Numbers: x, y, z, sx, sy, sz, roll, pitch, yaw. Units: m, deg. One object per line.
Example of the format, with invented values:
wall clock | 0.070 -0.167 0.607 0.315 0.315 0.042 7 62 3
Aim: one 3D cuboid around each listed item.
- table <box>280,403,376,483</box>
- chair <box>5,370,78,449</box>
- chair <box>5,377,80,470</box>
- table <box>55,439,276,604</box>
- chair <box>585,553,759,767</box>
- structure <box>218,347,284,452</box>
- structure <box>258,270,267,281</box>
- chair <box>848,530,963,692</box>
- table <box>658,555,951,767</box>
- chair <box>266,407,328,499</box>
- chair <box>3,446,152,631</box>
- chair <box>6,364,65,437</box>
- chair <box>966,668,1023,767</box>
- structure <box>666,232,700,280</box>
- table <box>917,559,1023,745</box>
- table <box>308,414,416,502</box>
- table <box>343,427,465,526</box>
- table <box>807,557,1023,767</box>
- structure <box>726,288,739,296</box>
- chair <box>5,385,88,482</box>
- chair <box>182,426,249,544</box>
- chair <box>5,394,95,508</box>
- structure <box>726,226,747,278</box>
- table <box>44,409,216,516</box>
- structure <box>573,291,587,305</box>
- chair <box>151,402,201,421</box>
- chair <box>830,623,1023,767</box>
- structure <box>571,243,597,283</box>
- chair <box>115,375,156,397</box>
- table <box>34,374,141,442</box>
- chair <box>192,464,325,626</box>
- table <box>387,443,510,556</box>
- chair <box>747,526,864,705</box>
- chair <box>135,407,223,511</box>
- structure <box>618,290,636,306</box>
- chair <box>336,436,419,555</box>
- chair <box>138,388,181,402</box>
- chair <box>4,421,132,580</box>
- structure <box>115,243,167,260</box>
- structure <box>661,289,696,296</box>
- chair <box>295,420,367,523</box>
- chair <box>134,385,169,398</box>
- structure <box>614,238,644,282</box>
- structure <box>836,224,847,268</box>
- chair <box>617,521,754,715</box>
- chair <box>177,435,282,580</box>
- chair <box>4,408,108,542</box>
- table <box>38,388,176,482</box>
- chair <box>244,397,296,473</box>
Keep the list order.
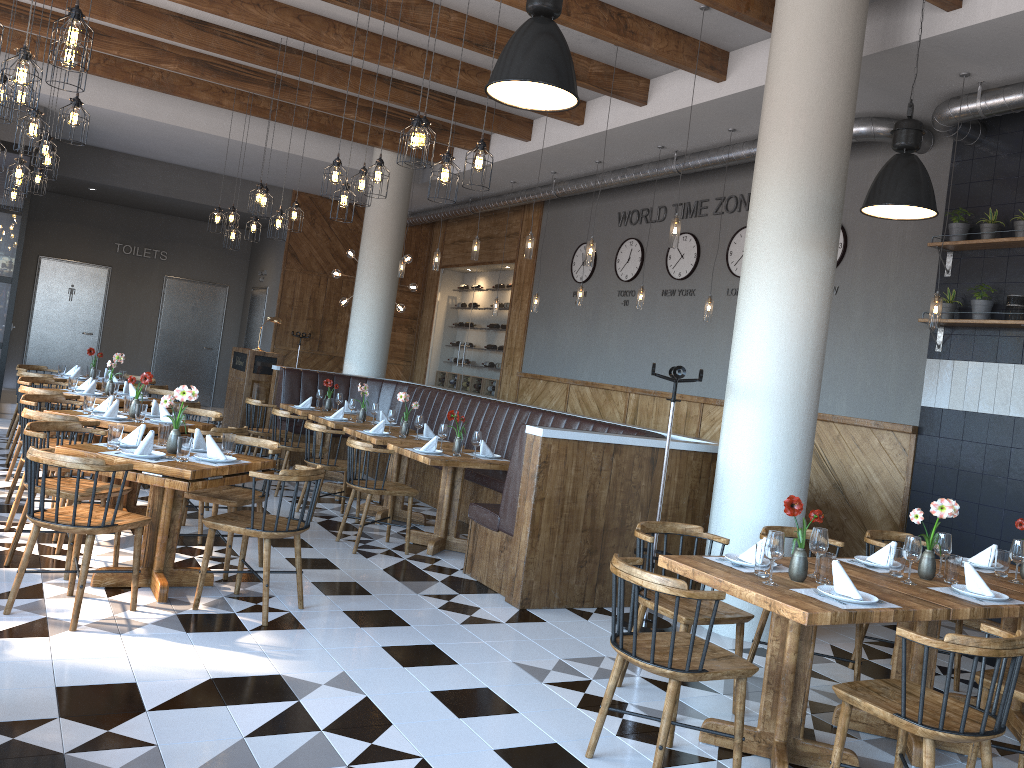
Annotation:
table | -2.130 0.678 9.972 0.848 0.764 0.852 8 0 -30
chair | -4.896 0.291 9.242 0.520 0.818 0.548 7 -1 15
chair | -4.412 0.370 8.392 0.550 0.818 0.518 7 -1 15
table | -1.990 0.775 5.053 0.865 0.764 0.862 8 0 15
chair | 0.622 1.123 3.481 0.548 0.818 0.520 8 -1 -30
structure | -3.462 0.197 12.006 0.643 1.301 1.047 8 -1 -30
structure | -4.612 -1.997 16.371 0.025 0.197 0.566 8 0 -30
chair | 2.334 1.326 5.220 0.518 0.818 0.551 8 -1 -30
table | 1.179 1.220 3.786 0.848 0.764 0.852 8 0 -30
chair | -2.127 0.672 8.706 0.548 0.818 0.520 8 -1 -30
chair | -2.152 0.736 4.423 0.520 0.818 0.548 7 -1 15
chair | -5.347 0.218 10.034 0.550 0.818 0.518 7 -1 15
chair | 2.246 1.339 3.636 0.518 0.818 0.551 8 -1 -30
structure | 1.989 -1.487 10.324 0.046 0.561 0.562 9 -1 -30
table | 2.645 1.404 4.631 0.848 0.764 0.852 8 0 -30
table | -1.584 0.767 9.013 0.848 0.764 0.852 8 0 -30
table | -1.045 0.854 8.067 0.848 0.764 0.852 8 0 -30
table | 1.911 1.312 4.208 0.848 0.764 0.852 8 0 -30
structure | 2.441 -0.921 9.428 0.021 0.200 0.444 9 0 -30
chair | -3.961 0.443 7.600 0.520 0.818 0.548 7 -1 15
chair | -2.259 0.690 6.437 0.550 0.818 0.518 7 -1 15
chair | -3.492 0.519 6.777 0.550 0.818 0.518 7 -1 15
structure | 2.494 -1.405 9.436 0.046 0.561 0.562 9 -1 -30
table | -2.880 0.630 6.615 0.865 0.764 0.862 8 0 15
structure | 0.919 -1.167 12.101 0.021 0.197 0.306 9 0 -30
chair | -3.178 0.541 8.052 0.550 0.818 0.518 7 -1 15
chair | 1.500 1.245 3.206 0.518 0.818 0.551 8 -1 -30
structure | 0.978 -1.651 12.098 0.046 0.561 0.562 9 -1 -30
chair | -4.582 0.314 10.500 0.520 0.818 0.548 7 -1 15
table | -4.729 0.331 9.862 0.865 0.764 0.862 8 0 15
chair | -1.369 0.834 4.875 0.550 0.818 0.518 7 -1 15
table | -0.500 0.942 7.109 0.848 0.764 0.852 8 0 -30
chair | 1.589 1.232 4.790 0.518 0.818 0.551 8 -1 -30
chair | -2.709 0.617 7.229 0.520 0.818 0.548 7 -1 15
structure | 1.436 -1.084 11.193 0.021 0.200 0.369 9 0 -30
chair | -1.038 0.848 6.793 0.548 0.818 0.520 8 -1 -30
chair | -3.629 0.468 8.843 0.520 0.818 0.548 7 -1 15
chair | -2.603 0.663 5.215 0.550 0.818 0.518 7 -1 15
structure | -6.896 -2.455 16.474 0.913 0.166 0.035 7 -1 -30
structure | 1.939 -1.063 10.325 0.021 0.080 0.584 8 0 -30
chair | -1.583 0.760 7.749 0.548 0.818 0.520 8 -1 -30
chair | -4.113 0.390 9.694 0.550 0.818 0.518 7 -1 15
structure | 1.484 -1.569 11.211 0.046 0.561 0.562 9 -1 -30
structure | 2.995 -1.324 8.557 0.046 0.561 0.562 9 -1 -30
chair | 0.844 1.139 4.360 0.518 0.818 0.551 8 -1 -30
chair | -1.819 0.761 5.666 0.520 0.818 0.548 7 -1 15
chair | -3.042 0.592 5.986 0.520 0.818 0.548 7 -1 15
table | -3.799 0.482 8.230 0.865 0.764 0.862 8 0 15
chair | -2.672 0.583 9.663 0.548 0.818 0.520 8 -1 -30
